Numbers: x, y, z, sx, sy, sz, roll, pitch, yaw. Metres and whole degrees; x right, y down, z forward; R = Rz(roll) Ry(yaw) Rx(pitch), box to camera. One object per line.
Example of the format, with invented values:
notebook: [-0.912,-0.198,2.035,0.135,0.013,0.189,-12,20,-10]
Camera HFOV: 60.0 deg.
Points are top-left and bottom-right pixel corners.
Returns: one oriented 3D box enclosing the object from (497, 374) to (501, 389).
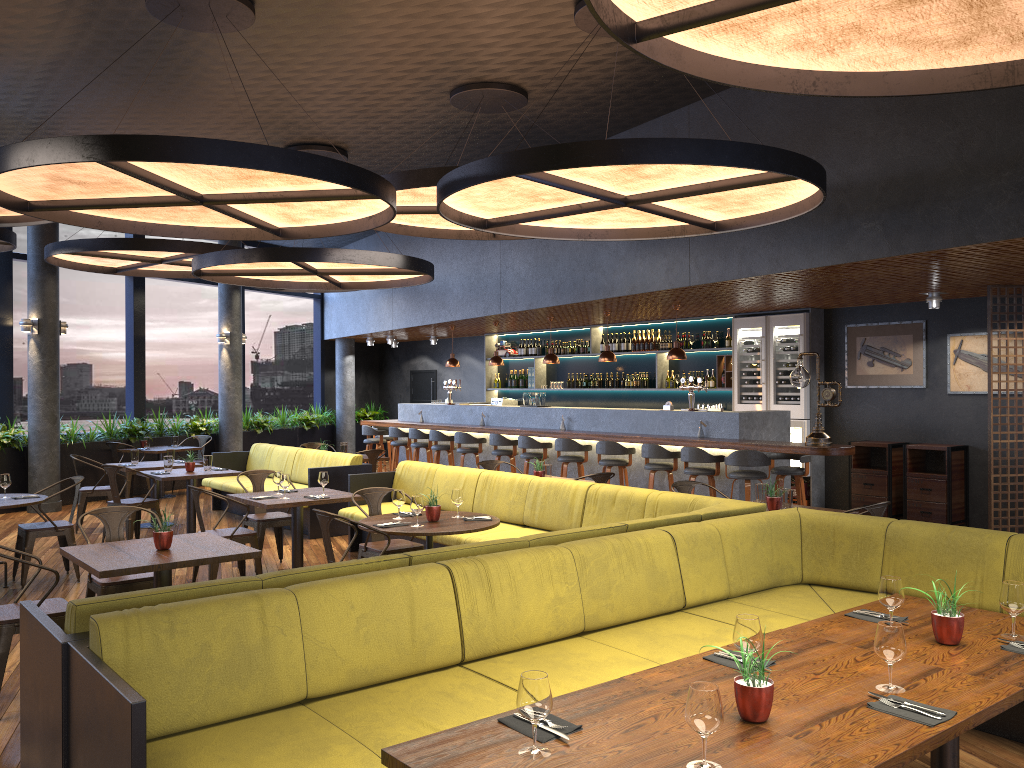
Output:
object: [-0.252,-0.054,16.825,0.079,0.281,0.079,0,0,-35]

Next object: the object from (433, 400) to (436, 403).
object: [-1.394,0.317,15.935,0.042,0.059,0.042,0,0,-41]

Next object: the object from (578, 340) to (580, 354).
object: [1.151,-0.628,15.156,0.063,0.254,0.063,0,0,-31]

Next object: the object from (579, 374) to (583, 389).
object: [1.166,-0.050,15.052,0.063,0.254,0.063,0,0,-11]

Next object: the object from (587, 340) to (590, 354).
object: [1.298,-0.615,14.782,0.088,0.224,0.088,0,0,-24]

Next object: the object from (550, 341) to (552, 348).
object: [0.708,-0.626,15.654,0.063,0.254,0.063,0,0,29]

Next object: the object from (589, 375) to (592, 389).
object: [1.340,-0.036,14.956,0.088,0.224,0.088,0,0,26]

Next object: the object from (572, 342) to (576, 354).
object: [1.079,-0.613,15.226,0.088,0.224,0.088,0,0,-44]

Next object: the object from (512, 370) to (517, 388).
object: [0.052,-0.088,16.333,0.094,0.340,0.094,0,0,-25]

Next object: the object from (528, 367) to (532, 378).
object: [0.351,-0.207,15.994,0.080,0.192,0.098,0,0,-39]

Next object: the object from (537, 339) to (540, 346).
object: [0.484,-0.654,15.925,0.085,0.310,0.086,0,0,2]

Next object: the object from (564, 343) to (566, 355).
object: [0.927,-0.609,15.393,0.068,0.217,0.068,0,0,-34]

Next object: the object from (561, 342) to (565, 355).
object: [0.879,-0.609,15.261,0.068,0.217,0.068,0,0,41]

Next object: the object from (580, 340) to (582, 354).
object: [1.184,-0.628,15.074,0.063,0.254,0.063,0,0,-11]

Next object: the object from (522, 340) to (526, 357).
object: [0.217,-0.652,16.102,0.085,0.310,0.086,0,0,-11]

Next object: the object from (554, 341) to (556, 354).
object: [0.768,-0.626,15.585,0.063,0.254,0.063,0,0,24]

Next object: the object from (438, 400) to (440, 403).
object: [-1.325,0.317,15.998,0.042,0.059,0.042,0,0,-41]

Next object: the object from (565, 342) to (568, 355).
object: [0.957,-0.609,15.312,0.068,0.217,0.068,0,0,-19]

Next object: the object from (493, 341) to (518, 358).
object: [-0.127,-0.653,16.645,0.229,0.319,0.579,0,0,-39]

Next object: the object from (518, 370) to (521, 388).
object: [0.150,-0.088,16.377,0.094,0.340,0.094,0,0,-16]

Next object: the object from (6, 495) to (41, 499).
object: [-4.265,0.985,7.737,0.255,0.019,0.157,0,0,-40]

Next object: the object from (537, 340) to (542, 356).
object: [0.487,-0.636,15.777,0.083,0.301,0.083,0,0,-31]

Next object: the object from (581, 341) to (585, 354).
object: [1.185,-0.611,14.879,0.068,0.217,0.068,0,0,36]

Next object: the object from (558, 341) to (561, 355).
object: [0.838,-0.626,15.511,0.063,0.254,0.063,0,0,-1]

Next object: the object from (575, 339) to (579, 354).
object: [1.107,-0.628,15.028,0.063,0.254,0.063,0,0,9]

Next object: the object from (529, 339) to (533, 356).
object: [0.347,-0.653,15.947,0.085,0.310,0.086,0,0,-20]

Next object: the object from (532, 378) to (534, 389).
object: [0.413,-0.015,15.914,0.080,0.192,0.098,0,0,-39]

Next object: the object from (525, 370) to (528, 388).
object: [0.287,-0.089,16.222,0.094,0.340,0.094,0,0,-16]

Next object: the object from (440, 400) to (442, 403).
object: [-1.285,0.317,16.029,0.042,0.059,0.042,0,0,-41]

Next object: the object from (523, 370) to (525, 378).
object: [0.212,-0.089,16.301,0.094,0.340,0.094,0,0,-29]

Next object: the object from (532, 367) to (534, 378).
object: [0.412,-0.207,15.914,0.080,0.192,0.098,0,0,-39]

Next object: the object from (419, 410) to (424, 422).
object: [-1.545,0.545,15.032,0.114,0.203,0.069,0,0,9]

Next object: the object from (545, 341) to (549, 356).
object: [0.617,-0.625,15.596,0.063,0.254,0.063,0,0,34]

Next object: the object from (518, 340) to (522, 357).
object: [0.161,-0.652,16.176,0.085,0.310,0.086,0,0,-5]

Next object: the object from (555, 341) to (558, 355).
object: [0.774,-0.626,15.416,0.063,0.254,0.063,0,0,-21]

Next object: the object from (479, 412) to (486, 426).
object: [-0.451,0.539,13.683,0.114,0.203,0.069,0,0,12]

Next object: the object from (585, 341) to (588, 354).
object: [1.262,-0.611,14.932,0.068,0.217,0.068,0,0,-34]

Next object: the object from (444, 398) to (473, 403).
object: [-0.949,0.292,16.355,0.766,0.106,0.200,0,0,-39]

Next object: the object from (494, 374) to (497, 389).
object: [-0.310,-0.054,16.894,0.079,0.281,0.079,0,0,-20]

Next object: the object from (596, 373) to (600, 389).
object: [1.428,-0.052,14.661,0.063,0.254,0.063,0,0,4]

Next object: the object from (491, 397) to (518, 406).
object: [-0.211,0.524,16.489,0.550,0.569,0.355,0,0,-39]

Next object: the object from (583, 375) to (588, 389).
object: [1.235,-0.036,14.908,0.088,0.224,0.088,0,0,-24]

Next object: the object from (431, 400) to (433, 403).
object: [-1.432,0.318,15.906,0.042,0.059,0.042,0,0,-41]

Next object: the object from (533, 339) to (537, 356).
object: [0.410,-0.653,15.865,0.085,0.310,0.086,0,0,-5]

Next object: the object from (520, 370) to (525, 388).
object: [0.192,-0.089,16.175,0.094,0.340,0.094,0,0,1]

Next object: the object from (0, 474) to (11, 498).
object: [-4.438,0.892,7.764,0.097,0.206,0.097,0,0,23]

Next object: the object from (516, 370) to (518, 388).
object: [0.074,-0.088,16.448,0.094,0.340,0.094,0,0,-33]

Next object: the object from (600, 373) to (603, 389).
object: [1.478,-0.052,14.730,0.063,0.254,0.063,0,0,24]

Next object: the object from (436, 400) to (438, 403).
object: [-1.353,0.317,15.955,0.042,0.059,0.042,0,0,-41]

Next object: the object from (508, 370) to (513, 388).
object: [-0.020,-0.087,16.402,0.094,0.340,0.094,0,0,-16]

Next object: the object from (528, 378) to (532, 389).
object: [0.350,-0.015,15.993,0.080,0.192,0.098,0,0,-39]

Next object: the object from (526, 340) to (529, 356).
object: [0.294,-0.653,16.158,0.085,0.310,0.086,0,0,-28]

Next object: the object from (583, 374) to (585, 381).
object: [1.233,-0.050,15.110,0.063,0.254,0.063,0,0,24]

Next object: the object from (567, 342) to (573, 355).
object: [0.991,-0.613,15.167,0.088,0.224,0.088,0,0,-44]

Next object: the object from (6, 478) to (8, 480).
object: [-4.493,0.857,7.567,0.260,0.271,0.238,0,0,0]

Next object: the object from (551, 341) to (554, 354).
object: [0.711,-0.626,15.524,0.063,0.254,0.063,0,0,24]

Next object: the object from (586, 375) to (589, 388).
object: [1.261,-0.036,15.019,0.088,0.224,0.088,0,0,16]
